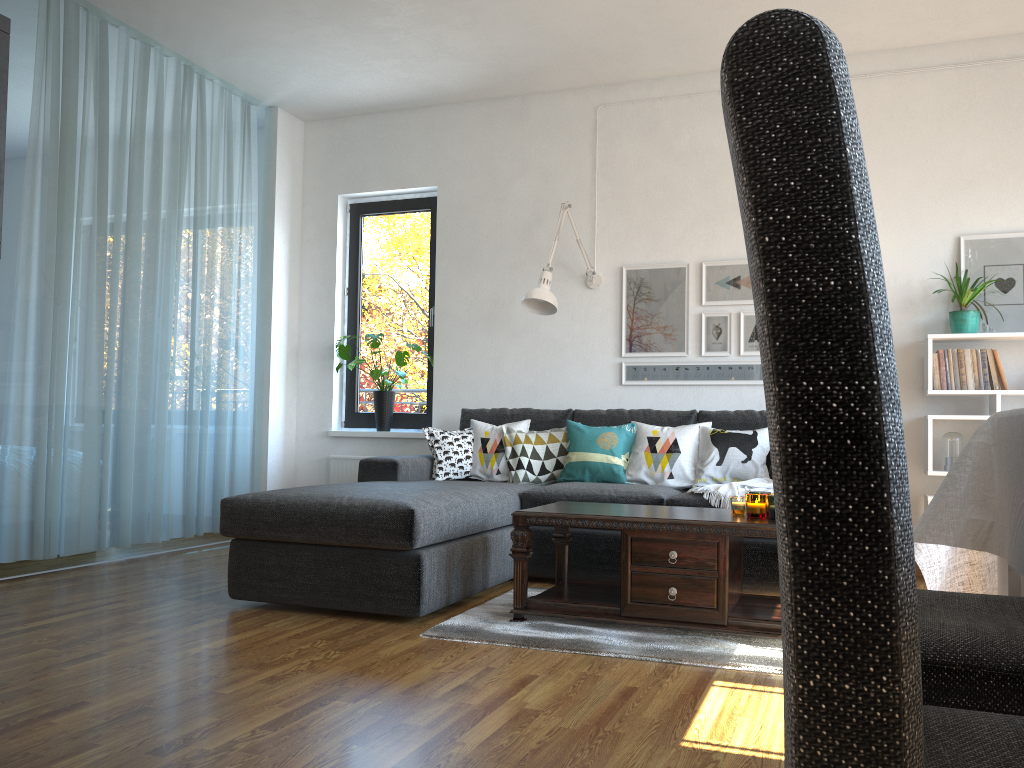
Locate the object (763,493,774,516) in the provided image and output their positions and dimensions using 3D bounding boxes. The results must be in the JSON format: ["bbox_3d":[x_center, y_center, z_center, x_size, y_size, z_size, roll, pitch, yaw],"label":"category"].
[{"bbox_3d":[0.949,0.437,3.213,0.079,0.081,0.079,0,-3,16],"label":"object"}]

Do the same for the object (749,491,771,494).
[{"bbox_3d":[0.918,0.441,3.285,0.079,0.081,0.079,0,-3,16],"label":"object"}]

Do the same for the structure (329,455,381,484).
[{"bbox_3d":[-0.806,0.694,5.655,0.817,0.459,0.076,0,-2,18],"label":"structure"}]

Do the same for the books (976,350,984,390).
[{"bbox_3d":[2.315,-0.064,4.402,0.035,0.204,0.131,0,-3,21],"label":"books"}]

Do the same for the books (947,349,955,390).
[{"bbox_3d":[2.195,-0.067,4.444,0.035,0.209,0.129,0,-3,21],"label":"books"}]

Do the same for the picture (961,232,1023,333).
[{"bbox_3d":[2.488,-0.500,4.486,0.390,0.532,0.059,0,-2,21],"label":"picture"}]

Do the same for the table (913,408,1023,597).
[{"bbox_3d":[1.050,0.385,0.754,1.235,0.762,1.857,0,-3,21],"label":"table"}]

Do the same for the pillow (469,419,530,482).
[{"bbox_3d":[-0.083,0.364,4.841,0.360,0.344,0.173,0,-3,20],"label":"pillow"}]

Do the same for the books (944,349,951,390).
[{"bbox_3d":[2.180,-0.064,4.452,0.033,0.210,0.136,0,-3,21],"label":"books"}]

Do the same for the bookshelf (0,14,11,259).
[{"bbox_3d":[-1.221,0.148,1.159,1.189,1.200,0.238,0,-3,21],"label":"bookshelf"}]

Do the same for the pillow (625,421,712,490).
[{"bbox_3d":[0.796,0.375,4.580,0.436,0.368,0.285,0,-3,21],"label":"pillow"}]

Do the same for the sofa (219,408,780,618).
[{"bbox_3d":[0.381,0.509,4.041,2.508,0.847,2.164,0,-3,21],"label":"sofa"}]

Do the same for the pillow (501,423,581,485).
[{"bbox_3d":[0.163,0.387,4.825,0.454,0.362,0.242,2,-3,-13],"label":"pillow"}]

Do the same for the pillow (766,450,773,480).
[{"bbox_3d":[1.449,0.382,4.353,0.234,0.358,0.449,3,-4,-43],"label":"pillow"}]

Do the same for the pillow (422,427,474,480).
[{"bbox_3d":[-0.320,0.386,4.833,0.334,0.319,0.160,3,-3,-34],"label":"pillow"}]

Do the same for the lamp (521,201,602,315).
[{"bbox_3d":[0.279,-0.701,5.007,0.200,0.669,0.698,0,-3,30],"label":"lamp"}]

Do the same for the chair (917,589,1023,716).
[{"bbox_3d":[0.685,0.308,1.286,0.545,0.959,0.462,0,-3,26],"label":"chair"}]

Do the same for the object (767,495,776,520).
[{"bbox_3d":[0.930,0.430,3.090,0.079,0.081,0.079,0,-3,16],"label":"object"}]

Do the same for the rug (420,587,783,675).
[{"bbox_3d":[0.711,0.885,3.223,1.813,0.034,1.052,0,-3,20],"label":"rug"}]

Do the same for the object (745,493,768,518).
[{"bbox_3d":[0.873,0.433,3.168,0.079,0.081,0.079,0,-3,16],"label":"object"}]

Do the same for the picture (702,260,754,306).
[{"bbox_3d":[1.266,-0.569,4.974,0.390,0.248,0.021,0,-3,21],"label":"picture"}]

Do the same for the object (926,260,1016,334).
[{"bbox_3d":[2.290,-0.425,4.444,0.424,0.372,0.387,1,-3,7],"label":"object"}]

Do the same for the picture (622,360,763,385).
[{"bbox_3d":[1.038,-0.064,5.036,0.837,0.136,0.021,0,-3,21],"label":"picture"}]

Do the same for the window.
[{"bbox_3d":[-1.255,2.456,19.593,13.976,18.359,24.390,0,-3,27],"label":"window"}]

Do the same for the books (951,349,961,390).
[{"bbox_3d":[2.216,-0.066,4.437,0.044,0.209,0.136,0,-3,21],"label":"books"}]

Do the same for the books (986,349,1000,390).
[{"bbox_3d":[2.370,-0.067,4.382,0.061,0.211,0.128,0,-3,22],"label":"books"}]

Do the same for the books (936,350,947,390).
[{"bbox_3d":[2.159,-0.066,4.458,0.043,0.205,0.129,0,-3,21],"label":"books"}]

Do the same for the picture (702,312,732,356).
[{"bbox_3d":[1.156,-0.281,5.002,0.166,0.248,0.021,0,-2,21],"label":"picture"}]

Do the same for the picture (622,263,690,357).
[{"bbox_3d":[0.830,-0.425,5.127,0.390,0.534,0.013,0,-2,21],"label":"picture"}]

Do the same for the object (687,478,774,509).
[{"bbox_3d":[1.050,0.534,4.059,0.488,0.212,0.606,0,-3,17],"label":"object"}]

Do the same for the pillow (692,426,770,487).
[{"bbox_3d":[1.116,0.369,4.453,0.382,0.318,0.266,0,-3,21],"label":"pillow"}]

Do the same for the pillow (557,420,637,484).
[{"bbox_3d":[0.467,0.360,4.702,0.414,0.340,0.273,0,-3,20],"label":"pillow"}]

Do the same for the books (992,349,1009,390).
[{"bbox_3d":[2.399,-0.067,4.367,0.070,0.204,0.132,0,-3,21],"label":"books"}]

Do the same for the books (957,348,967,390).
[{"bbox_3d":[2.240,-0.067,4.424,0.044,0.210,0.133,0,-3,21],"label":"books"}]

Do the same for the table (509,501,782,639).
[{"bbox_3d":[0.639,0.680,3.275,1.179,0.409,0.570,0,-3,21],"label":"table"}]

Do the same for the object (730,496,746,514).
[{"bbox_3d":[0.842,0.450,3.295,0.060,0.061,0.060,0,-3,26],"label":"object"}]

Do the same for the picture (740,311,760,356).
[{"bbox_3d":[1.356,-0.282,4.927,0.166,0.248,0.021,0,-2,21],"label":"picture"}]

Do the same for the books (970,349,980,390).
[{"bbox_3d":[2.294,-0.067,4.408,0.044,0.209,0.133,0,-3,20],"label":"books"}]

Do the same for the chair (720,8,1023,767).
[{"bbox_3d":[0.437,0.268,0.627,0.544,0.959,0.462,0,-3,21],"label":"chair"}]

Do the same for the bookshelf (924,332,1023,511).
[{"bbox_3d":[2.644,0.358,4.266,1.189,1.200,0.238,0,-3,21],"label":"bookshelf"}]

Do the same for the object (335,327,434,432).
[{"bbox_3d":[-0.845,-0.034,5.654,0.657,0.674,0.448,0,-3,11],"label":"object"}]

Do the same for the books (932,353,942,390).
[{"bbox_3d":[2.131,-0.057,4.463,0.047,0.191,0.124,0,-3,20],"label":"books"}]

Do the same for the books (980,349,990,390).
[{"bbox_3d":[2.336,-0.067,4.395,0.044,0.208,0.133,0,-3,21],"label":"books"}]

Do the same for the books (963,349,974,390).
[{"bbox_3d":[2.268,-0.066,4.419,0.048,0.208,0.135,0,-3,21],"label":"books"}]

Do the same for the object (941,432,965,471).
[{"bbox_3d":[2.212,0.339,4.448,0.108,0.197,0.108,-1,-3,32],"label":"object"}]
